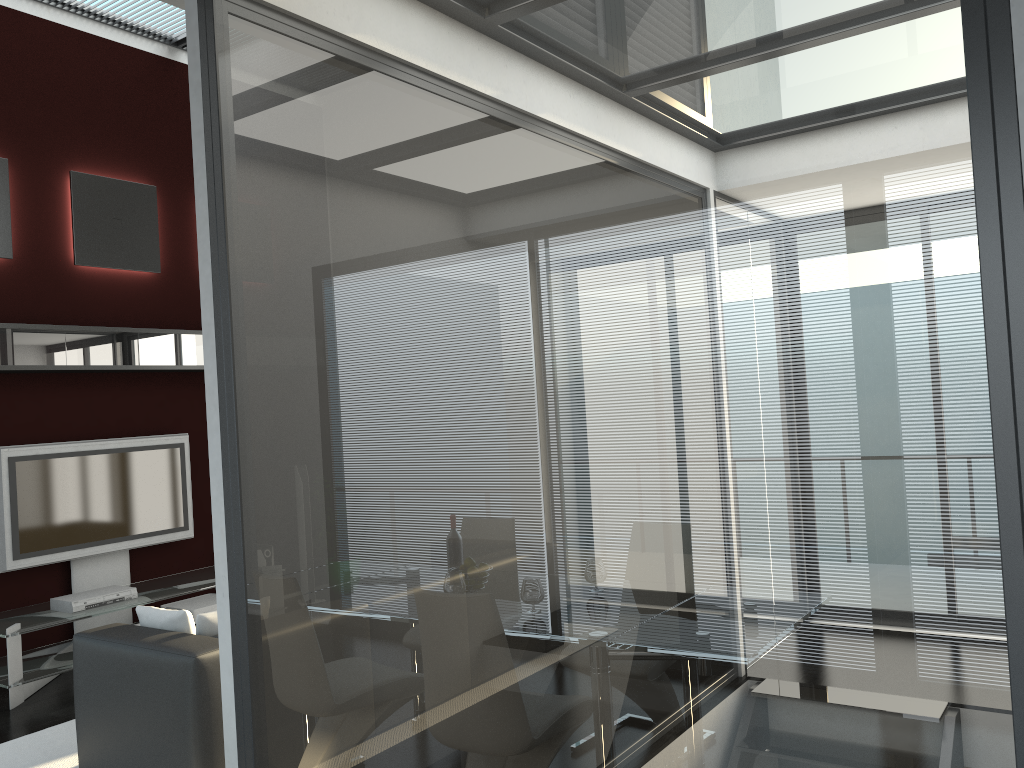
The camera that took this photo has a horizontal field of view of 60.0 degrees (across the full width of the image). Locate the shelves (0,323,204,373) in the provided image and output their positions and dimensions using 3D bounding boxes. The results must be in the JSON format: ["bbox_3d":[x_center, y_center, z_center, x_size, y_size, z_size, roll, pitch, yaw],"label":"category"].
[{"bbox_3d":[-3.775,-0.215,5.116,0.305,0.301,6.988,-4,-2,35],"label":"shelves"}]

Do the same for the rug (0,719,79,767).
[{"bbox_3d":[-1.089,1.750,5.035,1.875,0.009,3.695,-4,-2,35],"label":"rug"}]

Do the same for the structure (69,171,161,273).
[{"bbox_3d":[-2.955,-1.190,6.612,0.055,0.676,0.678,-4,-2,35],"label":"structure"}]

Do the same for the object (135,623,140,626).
[{"bbox_3d":[-2.458,1.655,6.011,0.182,0.090,0.470,-4,-2,35],"label":"object"}]

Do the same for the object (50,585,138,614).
[{"bbox_3d":[-2.728,1.403,5.797,0.273,0.073,0.439,-4,-2,35],"label":"object"}]

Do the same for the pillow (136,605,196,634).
[{"bbox_3d":[-1.549,1.191,4.078,0.376,0.358,0.186,-4,-2,36],"label":"pillow"}]

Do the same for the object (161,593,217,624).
[{"bbox_3d":[-2.299,1.668,6.585,0.412,0.106,0.449,-4,-2,35],"label":"object"}]

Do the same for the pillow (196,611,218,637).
[{"bbox_3d":[-1.272,1.172,4.006,0.169,0.361,0.376,-4,-2,37],"label":"pillow"}]

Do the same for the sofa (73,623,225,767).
[{"bbox_3d":[-0.824,1.387,4.858,0.943,0.652,2.781,-4,-2,35],"label":"sofa"}]

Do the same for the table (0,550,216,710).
[{"bbox_3d":[-2.628,1.324,6.124,0.771,1.093,2.046,-4,-2,35],"label":"table"}]

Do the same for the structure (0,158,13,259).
[{"bbox_3d":[-3.590,-1.171,5.704,0.055,0.676,0.678,-4,-2,35],"label":"structure"}]

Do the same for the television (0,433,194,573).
[{"bbox_3d":[-2.896,0.796,6.270,0.099,0.807,1.436,-4,-2,35],"label":"television"}]
